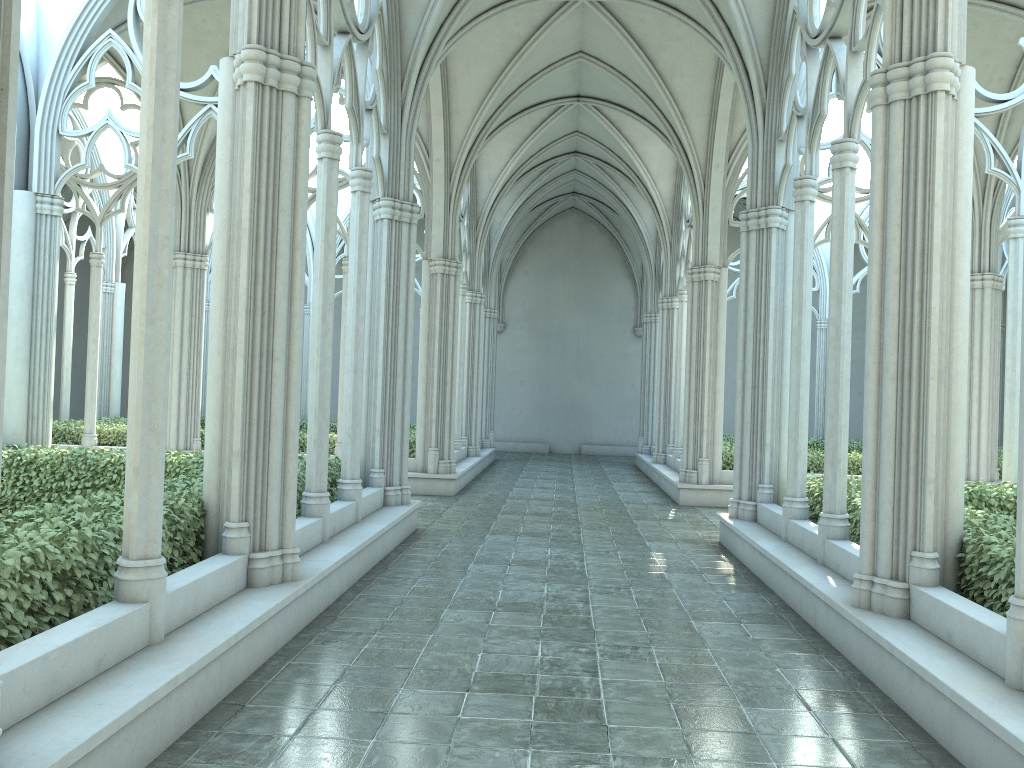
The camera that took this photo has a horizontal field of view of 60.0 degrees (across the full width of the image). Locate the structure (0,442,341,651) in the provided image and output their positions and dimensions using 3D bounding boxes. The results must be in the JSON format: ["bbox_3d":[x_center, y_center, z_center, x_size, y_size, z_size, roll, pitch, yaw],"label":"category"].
[{"bbox_3d":[-6.090,1.101,7.012,7.995,0.963,8.018,2,-1,3],"label":"structure"}]

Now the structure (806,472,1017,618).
[{"bbox_3d":[6.957,1.538,6.243,7.995,0.963,8.018,2,-1,3],"label":"structure"}]

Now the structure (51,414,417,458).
[{"bbox_3d":[-5.334,1.326,20.053,7.995,0.963,8.018,2,-1,3],"label":"structure"}]

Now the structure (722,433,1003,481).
[{"bbox_3d":[7.722,1.763,19.283,7.995,0.963,8.018,2,-1,3],"label":"structure"}]
